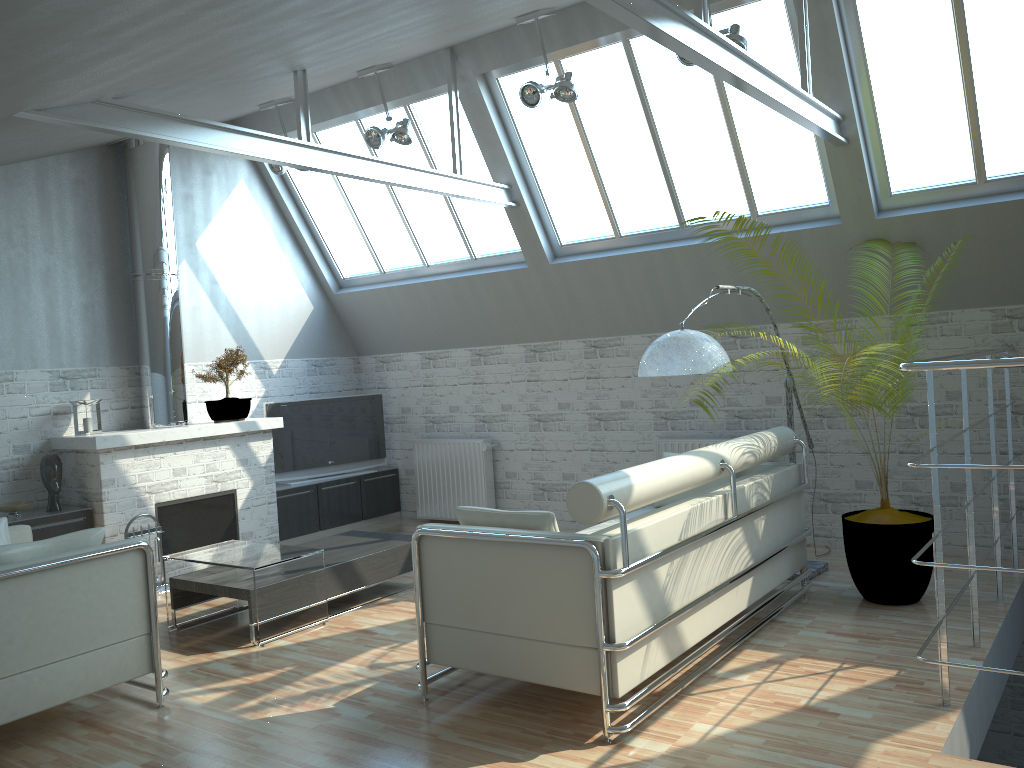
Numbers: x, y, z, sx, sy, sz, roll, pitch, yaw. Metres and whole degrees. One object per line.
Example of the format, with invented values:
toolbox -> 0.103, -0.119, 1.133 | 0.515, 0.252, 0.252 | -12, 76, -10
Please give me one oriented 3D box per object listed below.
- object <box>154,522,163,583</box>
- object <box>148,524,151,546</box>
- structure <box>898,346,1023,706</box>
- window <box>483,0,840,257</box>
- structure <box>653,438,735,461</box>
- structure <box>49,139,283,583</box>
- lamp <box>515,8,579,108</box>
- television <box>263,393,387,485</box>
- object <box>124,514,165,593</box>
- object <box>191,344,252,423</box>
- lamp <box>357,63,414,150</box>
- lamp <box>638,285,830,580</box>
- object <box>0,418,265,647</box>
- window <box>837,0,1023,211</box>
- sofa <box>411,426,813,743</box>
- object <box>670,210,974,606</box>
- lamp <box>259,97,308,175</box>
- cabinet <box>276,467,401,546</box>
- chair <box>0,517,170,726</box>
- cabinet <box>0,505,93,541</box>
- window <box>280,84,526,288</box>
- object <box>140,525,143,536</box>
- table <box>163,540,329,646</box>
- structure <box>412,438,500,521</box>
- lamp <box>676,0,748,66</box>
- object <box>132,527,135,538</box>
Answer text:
object -> -5.121, 2.438, 12.826 | 0.155, 0.873, 0.026 | -3, 2, 37
object -> -5.187, 2.435, 12.733 | 0.025, 0.855, 0.025 | -4, 1, -32
structure -> 6.804, 0.971, 7.291 | 5.366, 2.781, 6.483 | -3, 2, 36
window -> 2.073, -3.529, 12.657 | 4.651, 2.787, 1.897 | -3, 2, 36
structure -> 3.131, 1.605, 13.697 | 1.892, 1.524, 0.508 | -3, 2, 36
structure -> -5.444, -0.622, 14.017 | 1.309, 7.180, 3.302 | -3, 2, 36
lamp -> 0.389, -4.195, 11.371 | 0.808, 1.172, 0.618 | -2, 2, 40
television -> -3.524, 1.016, 16.756 | 2.577, 1.514, 0.592 | -5, 2, -44
object -> -5.284, 2.425, 12.745 | 0.412, 1.124, 0.584 | -3, 2, 36
object -> -4.781, -0.007, 14.621 | 0.572, 1.265, 1.115 | -2, 2, 39
lamp -> -1.906, -4.090, 13.017 | 0.808, 1.172, 0.619 | -2, 2, 40
lamp -> 3.142, 0.641, 11.079 | 1.015, 3.709, 4.621 | -2, 2, 42
object -> -4.708, 1.706, 11.274 | 4.859, 2.558, 1.528 | -3, 2, 35
window -> 6.197, -3.719, 9.698 | 4.651, 2.787, 1.897 | -3, 2, 36
sofa -> 1.326, 1.658, 9.285 | 2.199, 1.999, 4.866 | -3, 2, 36
object -> 3.393, 0.316, 10.077 | 3.777, 4.386, 5.015 | -3, 1, 11
lamp -> -3.701, -4.007, 14.305 | 0.808, 1.172, 0.619 | -2, 2, 40
cabinet -> -3.550, 2.286, 16.749 | 0.908, 1.016, 3.234 | -3, 2, 36
chair -> -4.829, 2.064, 8.055 | 2.507, 2.001, 2.201 | -3, 2, 36
cabinet -> -7.622, 2.537, 11.036 | 0.914, 1.270, 4.572 | -3, 2, 36
window -> -2.052, -3.340, 15.616 | 4.651, 2.787, 1.897 | -3, 2, 36
object -> -5.196, 2.476, 12.623 | 0.145, 0.932, 0.065 | -3, 1, 17
table -> -3.201, 2.453, 10.635 | 1.726, 0.867, 1.015 | -3, 2, 36
structure -> -1.040, 1.797, 16.689 | 1.892, 1.524, 0.508 | -3, 2, 36
lamp -> 2.199, -4.278, 10.073 | 0.808, 1.172, 0.619 | -2, 2, 40
object -> -5.276, 2.476, 12.504 | 0.146, 0.916, 0.131 | -3, 2, 36
